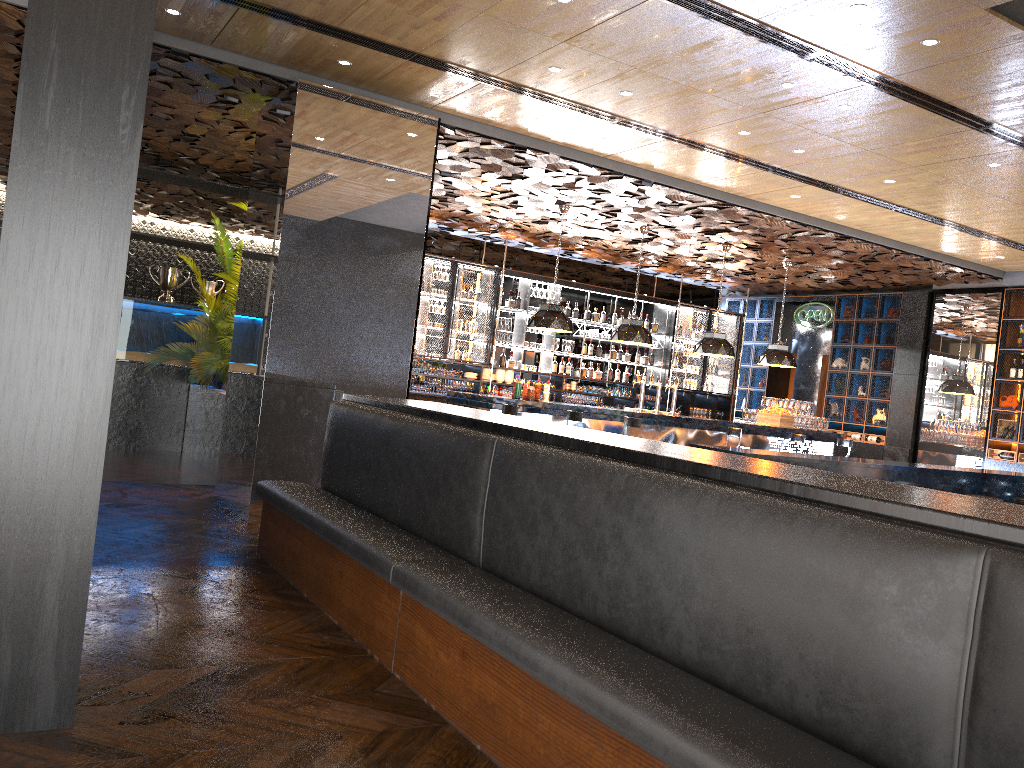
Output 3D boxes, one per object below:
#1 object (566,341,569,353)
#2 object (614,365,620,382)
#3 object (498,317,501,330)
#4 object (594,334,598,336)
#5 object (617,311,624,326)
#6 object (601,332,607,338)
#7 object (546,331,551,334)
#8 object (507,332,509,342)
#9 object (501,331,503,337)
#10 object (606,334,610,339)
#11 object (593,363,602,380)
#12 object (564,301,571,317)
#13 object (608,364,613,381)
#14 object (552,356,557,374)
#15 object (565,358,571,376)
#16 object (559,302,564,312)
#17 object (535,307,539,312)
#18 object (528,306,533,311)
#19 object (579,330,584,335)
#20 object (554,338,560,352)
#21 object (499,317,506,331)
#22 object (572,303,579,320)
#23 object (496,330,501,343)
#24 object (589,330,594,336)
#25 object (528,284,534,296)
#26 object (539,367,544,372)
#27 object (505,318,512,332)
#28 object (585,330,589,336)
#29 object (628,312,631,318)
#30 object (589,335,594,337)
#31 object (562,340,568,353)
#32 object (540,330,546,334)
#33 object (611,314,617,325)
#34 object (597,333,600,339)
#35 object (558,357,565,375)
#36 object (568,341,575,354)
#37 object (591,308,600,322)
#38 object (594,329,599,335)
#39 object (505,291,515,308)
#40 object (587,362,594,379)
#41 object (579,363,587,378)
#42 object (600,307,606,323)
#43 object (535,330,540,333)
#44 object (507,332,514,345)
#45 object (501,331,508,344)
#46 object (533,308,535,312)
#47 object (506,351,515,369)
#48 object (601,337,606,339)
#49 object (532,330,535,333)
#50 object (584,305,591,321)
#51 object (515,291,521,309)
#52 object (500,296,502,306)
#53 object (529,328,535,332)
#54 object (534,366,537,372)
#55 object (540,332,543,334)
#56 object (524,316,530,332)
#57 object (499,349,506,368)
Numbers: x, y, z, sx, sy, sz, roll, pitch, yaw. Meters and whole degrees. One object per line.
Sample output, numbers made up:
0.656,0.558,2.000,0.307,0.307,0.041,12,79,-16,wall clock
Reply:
0.920,-0.604,14.589,0.105,0.209,0.105,7,0,15,object
1.793,-0.179,15.077,0.086,0.298,0.086,7,0,19,object
-0.207,-0.944,13.972,0.105,0.209,0.105,7,0,15,object
1.396,-0.839,14.757,0.089,0.092,0.089,7,0,-41,object
1.862,-1.101,15.031,0.123,0.279,0.123,7,0,-41,object
1.535,-0.821,14.804,0.089,0.092,0.089,7,0,-40,object
0.594,-0.921,14.215,0.092,0.244,0.092,7,0,20,object
-0.080,-0.720,14.047,0.105,0.209,0.105,7,0,15,object
-0.179,-0.731,14.000,0.105,0.209,0.105,7,0,15,object
1.618,-0.791,15.043,0.089,0.092,0.089,7,0,11,object
1.438,-0.210,14.844,0.123,0.279,0.123,7,0,-17,object
0.901,-1.209,14.480,0.083,0.282,0.083,7,0,45,object
1.654,-0.195,14.958,0.086,0.297,0.086,7,0,4,object
0.693,-0.306,14.427,0.086,0.299,0.086,7,0,19,object
0.929,-0.280,14.567,0.086,0.298,0.086,7,0,19,object
0.765,-1.222,14.402,0.123,0.279,0.123,7,0,-42,object
0.405,-1.177,14.166,0.089,0.092,0.089,7,0,28,object
0.290,-1.190,14.125,0.089,0.092,0.089,7,0,28,object
1.162,-0.844,14.773,0.089,0.092,0.089,7,0,31,object
0.709,-0.628,14.335,0.105,0.209,0.105,7,0,15,object
-0.145,-0.937,13.878,0.105,0.209,0.105,7,0,15,object
1.044,-1.192,14.565,0.083,0.282,0.083,7,0,-15,object
-0.219,-0.736,13.849,0.105,0.209,0.105,7,0,15,object
1.316,-0.846,14.665,0.089,0.092,0.089,7,0,11,object
0.309,-1.530,14.200,0.092,0.244,0.092,7,0,20,object
0.469,-0.229,14.248,0.089,0.092,0.089,7,0,-20,object
-0.050,-0.926,13.945,0.105,0.209,0.105,7,0,15,object
1.225,-0.836,14.620,0.089,0.092,0.089,7,0,-5,object
1.994,-1.088,15.124,0.083,0.282,0.083,7,0,-30,object
1.314,-0.826,14.665,0.089,0.092,0.089,7,0,31,object
0.859,-0.611,14.455,0.105,0.209,0.105,7,0,15,object
0.505,-0.931,14.163,0.092,0.244,0.092,7,0,20,object
1.732,-1.127,14.978,0.086,0.298,0.086,7,0,19,object
1.442,-0.811,14.913,0.089,0.092,0.089,7,0,-41,object
0.815,-0.293,14.528,0.086,0.298,0.086,7,0,19,object
0.964,-0.599,14.490,0.105,0.209,0.105,7,0,15,object
1.385,-1.141,14.766,0.151,0.248,0.094,7,0,-27,object
1.399,-0.865,14.757,0.089,0.092,0.089,7,0,-35,object
-0.025,-1.321,13.918,0.123,0.279,0.123,7,0,-42,object
1.313,-0.227,14.786,0.083,0.282,0.083,7,0,-30,object
1.179,-0.224,14.707,0.151,0.248,0.094,7,0,-41,object
1.528,-1.150,14.865,0.086,0.298,0.086,7,0,19,object
0.420,-0.941,14.113,0.092,0.244,0.092,7,0,20,object
-0.013,-0.712,13.958,0.105,0.209,0.105,7,0,15,object
-0.118,-0.724,13.910,0.105,0.209,0.105,7,0,15,object
0.386,-1.179,14.297,0.089,0.092,0.089,7,0,-20,object
-0.016,-0.379,13.986,0.123,0.279,0.123,7,0,-17,object
1.533,-0.801,14.804,0.089,0.092,0.089,7,0,-5,object
0.337,-0.950,14.255,0.092,0.244,0.092,7,0,20,object
1.249,-1.175,14.685,0.083,0.282,0.083,7,0,45,object
0.101,-1.317,14.011,0.086,0.299,0.086,7,0,19,object
-0.199,-1.352,13.867,0.086,0.298,0.086,7,0,19,object
0.326,-0.952,14.057,0.092,0.244,0.092,7,0,20,object
0.346,-0.243,14.249,0.089,0.092,0.089,7,0,-20,object
0.511,-0.930,14.357,0.092,0.244,0.092,7,0,20,object
0.243,-0.961,14.199,0.092,0.244,0.092,7,0,20,object
-0.144,-0.404,13.897,0.086,0.297,0.086,7,0,4,object
